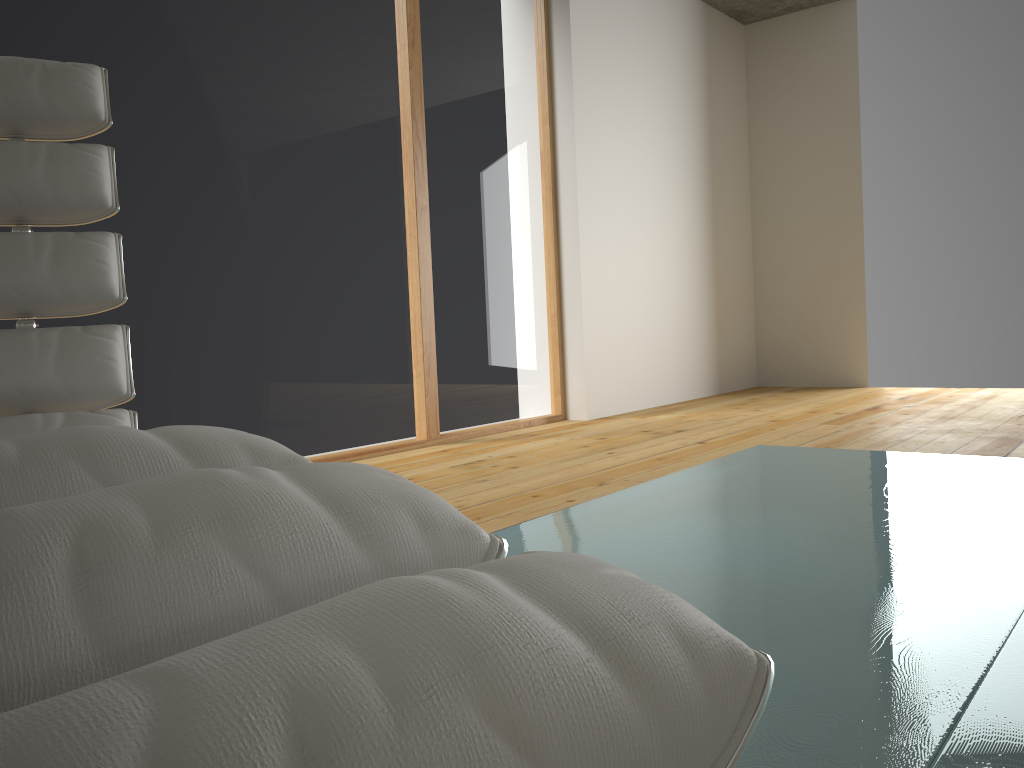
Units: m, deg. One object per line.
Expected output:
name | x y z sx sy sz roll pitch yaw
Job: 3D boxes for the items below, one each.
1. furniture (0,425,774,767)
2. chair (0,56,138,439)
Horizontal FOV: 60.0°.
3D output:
furniture | -0.234 0.258 0.327 0.686 0.439 0.570 1 4 45
chair | -0.752 -0.032 1.063 0.570 0.967 0.914 -4 3 -26
